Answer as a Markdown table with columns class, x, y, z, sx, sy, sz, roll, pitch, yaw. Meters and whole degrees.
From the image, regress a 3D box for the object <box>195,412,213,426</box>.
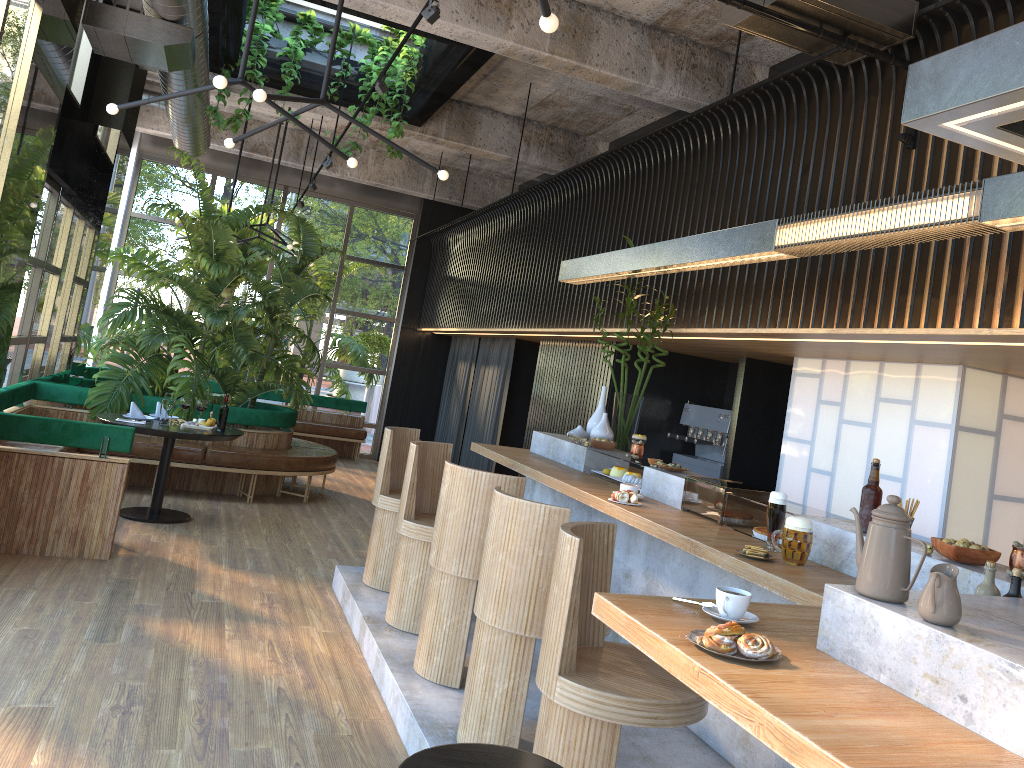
| class | x | y | z | sx | sy | sz | roll | pitch | yaw |
| --- | --- | --- | --- | --- | --- | --- | --- | --- | --- |
| object | -2.503 | 0.282 | 7.228 | 0.144 | 0.124 | 0.096 | 11 | -3 | -39 |

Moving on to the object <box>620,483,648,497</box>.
| class | x | y | z | sx | sy | sz | roll | pitch | yaw |
| --- | --- | --- | --- | --- | --- | --- | --- | --- | --- |
| object | 0.614 | 0.543 | 4.511 | 0.137 | 0.064 | 0.107 | 10 | -1 | -41 |

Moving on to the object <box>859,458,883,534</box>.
| class | x | y | z | sx | sy | sz | roll | pitch | yaw |
| --- | --- | --- | --- | --- | --- | --- | --- | --- | --- |
| object | 1.341 | 0.415 | 3.308 | 0.073 | 0.278 | 0.076 | 8 | -5 | 16 |

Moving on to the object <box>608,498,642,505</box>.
| class | x | y | z | sx | sy | sz | roll | pitch | yaw |
| --- | --- | --- | --- | --- | --- | --- | --- | --- | --- |
| object | 0.545 | 0.570 | 4.286 | 0.169 | 0.005 | 0.164 | 9 | 0 | -8 |

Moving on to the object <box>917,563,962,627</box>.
| class | x | y | z | sx | sy | sz | roll | pitch | yaw |
| --- | --- | --- | --- | --- | --- | --- | --- | --- | --- |
| object | 0.887 | 0.435 | 1.845 | 0.102 | 0.120 | 0.085 | 10 | -3 | -12 |

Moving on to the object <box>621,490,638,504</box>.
| class | x | y | z | sx | sy | sz | roll | pitch | yaw |
| --- | --- | --- | --- | --- | --- | --- | --- | --- | --- |
| object | 0.563 | 0.543 | 4.298 | 0.126 | 0.060 | 0.072 | 9 | -2 | 39 |

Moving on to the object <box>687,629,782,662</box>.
| class | x | y | z | sx | sy | sz | roll | pitch | yaw |
| --- | --- | --- | --- | --- | --- | --- | --- | --- | --- |
| object | 0.487 | 0.577 | 1.948 | 0.202 | 0.013 | 0.209 | 9 | 0 | 16 |

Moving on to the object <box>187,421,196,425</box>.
| class | x | y | z | sx | sy | sz | roll | pitch | yaw |
| --- | --- | --- | --- | --- | --- | --- | --- | --- | --- |
| object | -2.612 | 0.320 | 7.279 | 0.104 | 0.013 | 0.215 | 9 | 0 | -15 |

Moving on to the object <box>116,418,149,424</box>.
| class | x | y | z | sx | sy | sz | roll | pitch | yaw |
| --- | --- | --- | --- | --- | --- | --- | --- | --- | --- |
| object | -2.940 | 0.288 | 6.911 | 0.262 | 0.019 | 0.153 | 9 | 0 | -21 |

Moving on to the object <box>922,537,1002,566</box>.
| class | x | y | z | sx | sy | sz | roll | pitch | yaw |
| --- | --- | --- | --- | --- | --- | --- | --- | --- | --- |
| object | 1.459 | 0.540 | 2.913 | 0.195 | 0.073 | 0.224 | 9 | 0 | 0 |

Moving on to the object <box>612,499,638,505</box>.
| class | x | y | z | sx | sy | sz | roll | pitch | yaw |
| --- | --- | --- | --- | --- | --- | --- | --- | --- | --- |
| object | 0.546 | 0.568 | 4.282 | 0.119 | 0.005 | 0.123 | 9 | 1 | 19 |

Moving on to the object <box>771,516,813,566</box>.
| class | x | y | z | sx | sy | sz | roll | pitch | yaw |
| --- | --- | --- | --- | --- | --- | --- | --- | --- | --- |
| object | 1.043 | 0.574 | 3.276 | 0.114 | 0.173 | 0.132 | 11 | -3 | -26 |

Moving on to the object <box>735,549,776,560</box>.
| class | x | y | z | sx | sy | sz | roll | pitch | yaw |
| --- | --- | --- | --- | --- | --- | --- | --- | --- | --- |
| object | 0.894 | 0.631 | 3.262 | 0.144 | 0.013 | 0.155 | 9 | 1 | 41 |

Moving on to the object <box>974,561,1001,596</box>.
| class | x | y | z | sx | sy | sz | roll | pitch | yaw |
| --- | --- | --- | --- | --- | --- | --- | --- | --- | --- |
| object | 1.361 | 0.612 | 2.543 | 0.068 | 0.211 | 0.072 | 6 | -5 | 37 |

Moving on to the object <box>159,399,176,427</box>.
| class | x | y | z | sx | sy | sz | roll | pitch | yaw |
| --- | --- | --- | --- | --- | --- | --- | --- | --- | --- |
| object | -2.718 | 0.226 | 6.991 | 0.103 | 0.210 | 0.107 | 8 | -4 | 15 |

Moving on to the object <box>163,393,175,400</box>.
| class | x | y | z | sx | sy | sz | roll | pitch | yaw |
| --- | --- | --- | --- | --- | --- | --- | --- | --- | --- |
| object | -2.774 | 0.197 | 7.144 | 0.096 | 0.246 | 0.088 | 13 | -5 | -37 |

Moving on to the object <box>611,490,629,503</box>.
| class | x | y | z | sx | sy | sz | roll | pitch | yaw |
| --- | --- | --- | --- | --- | --- | --- | --- | --- | --- |
| object | 0.518 | 0.536 | 4.264 | 0.062 | 0.059 | 0.071 | 10 | -2 | -30 |

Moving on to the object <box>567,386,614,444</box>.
| class | x | y | z | sx | sy | sz | roll | pitch | yaw |
| --- | --- | --- | --- | --- | --- | --- | --- | --- | --- |
| object | 0.573 | 0.210 | 5.864 | 0.309 | 0.400 | 0.325 | 8 | -3 | 28 |

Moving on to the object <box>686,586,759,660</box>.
| class | x | y | z | sx | sy | sz | roll | pitch | yaw |
| --- | --- | --- | --- | --- | --- | --- | --- | --- | --- |
| object | 0.490 | 0.546 | 2.090 | 0.179 | 0.073 | 0.422 | 9 | 0 | 16 |

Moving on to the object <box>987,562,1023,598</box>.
| class | x | y | z | sx | sy | sz | roll | pitch | yaw |
| --- | --- | --- | --- | --- | --- | --- | --- | --- | --- |
| object | 1.375 | 0.612 | 2.473 | 0.070 | 0.216 | 0.163 | 9 | -3 | 6 |

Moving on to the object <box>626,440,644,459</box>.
| class | x | y | z | sx | sy | sz | roll | pitch | yaw |
| --- | --- | --- | --- | --- | --- | --- | --- | --- | --- |
| object | 0.731 | 0.386 | 5.288 | 0.087 | 0.107 | 0.158 | 8 | -2 | 26 |

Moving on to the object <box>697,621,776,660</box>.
| class | x | y | z | sx | sy | sz | roll | pitch | yaw |
| --- | --- | --- | --- | --- | --- | --- | --- | --- | --- |
| object | 0.497 | 0.559 | 1.944 | 0.158 | 0.053 | 0.157 | 9 | 0 | 24 |

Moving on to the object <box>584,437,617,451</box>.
| class | x | y | z | sx | sy | sz | roll | pitch | yaw |
| --- | --- | --- | --- | --- | --- | --- | --- | --- | --- |
| object | 0.558 | 0.373 | 5.603 | 0.195 | 0.073 | 0.224 | 9 | 0 | 0 |

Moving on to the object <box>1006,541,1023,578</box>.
| class | x | y | z | sx | sy | sz | roll | pitch | yaw |
| --- | --- | --- | --- | --- | --- | --- | --- | --- | --- |
| object | 1.582 | 0.544 | 2.746 | 0.087 | 0.107 | 0.158 | 8 | -2 | 26 |

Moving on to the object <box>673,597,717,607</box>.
| class | x | y | z | sx | sy | sz | roll | pitch | yaw |
| --- | --- | --- | --- | --- | --- | --- | --- | --- | --- |
| object | 0.470 | 0.564 | 2.290 | 0.030 | 0.027 | 0.130 | 11 | -1 | -43 |

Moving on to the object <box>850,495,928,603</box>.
| class | x | y | z | sx | sy | sz | roll | pitch | yaw |
| --- | --- | --- | --- | --- | --- | --- | --- | --- | --- |
| object | 0.855 | 0.371 | 2.041 | 0.206 | 0.236 | 0.122 | 7 | -4 | 38 |

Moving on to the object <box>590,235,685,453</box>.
| class | x | y | z | sx | sy | sz | roll | pitch | yaw |
| --- | --- | --- | --- | --- | --- | --- | --- | --- | --- |
| object | 0.806 | -0.187 | 5.948 | 0.658 | 1.559 | 0.594 | 8 | -4 | 18 |

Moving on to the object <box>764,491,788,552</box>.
| class | x | y | z | sx | sy | sz | roll | pitch | yaw |
| --- | --- | --- | --- | --- | --- | --- | --- | --- | --- |
| object | 1.038 | 0.540 | 3.503 | 0.073 | 0.234 | 0.075 | 8 | -4 | 13 |

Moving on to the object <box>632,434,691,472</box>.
| class | x | y | z | sx | sy | sz | roll | pitch | yaw |
| --- | --- | --- | --- | --- | --- | --- | --- | --- | --- |
| object | 0.778 | 0.382 | 5.041 | 0.215 | 0.135 | 0.783 | 9 | 0 | -12 |

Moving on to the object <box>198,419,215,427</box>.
| class | x | y | z | sx | sy | sz | roll | pitch | yaw |
| --- | --- | --- | --- | --- | --- | --- | --- | --- | --- |
| object | -2.510 | 0.310 | 7.319 | 0.163 | 0.065 | 0.098 | 9 | -1 | 40 |

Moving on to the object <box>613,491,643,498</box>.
| class | x | y | z | sx | sy | sz | roll | pitch | yaw |
| --- | --- | --- | --- | --- | --- | --- | --- | --- | --- |
| object | 0.589 | 0.568 | 4.502 | 0.165 | 0.020 | 0.155 | 9 | 0 | -24 |

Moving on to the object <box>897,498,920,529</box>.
| class | x | y | z | sx | sy | sz | roll | pitch | yaw |
| --- | --- | --- | --- | --- | --- | --- | --- | --- | --- |
| object | 1.379 | 0.481 | 3.148 | 0.106 | 0.162 | 0.104 | 8 | -3 | 14 |

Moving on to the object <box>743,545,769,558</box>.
| class | x | y | z | sx | sy | sz | roll | pitch | yaw |
| --- | --- | --- | --- | --- | --- | --- | --- | --- | --- |
| object | 0.898 | 0.616 | 3.265 | 0.095 | 0.041 | 0.143 | 9 | 0 | 14 |

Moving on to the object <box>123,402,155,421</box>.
| class | x | y | z | sx | sy | sz | roll | pitch | yaw |
| --- | --- | --- | --- | --- | --- | --- | --- | --- | --- |
| object | -3.000 | 0.221 | 7.156 | 0.241 | 0.139 | 0.223 | 10 | -1 | -36 |
